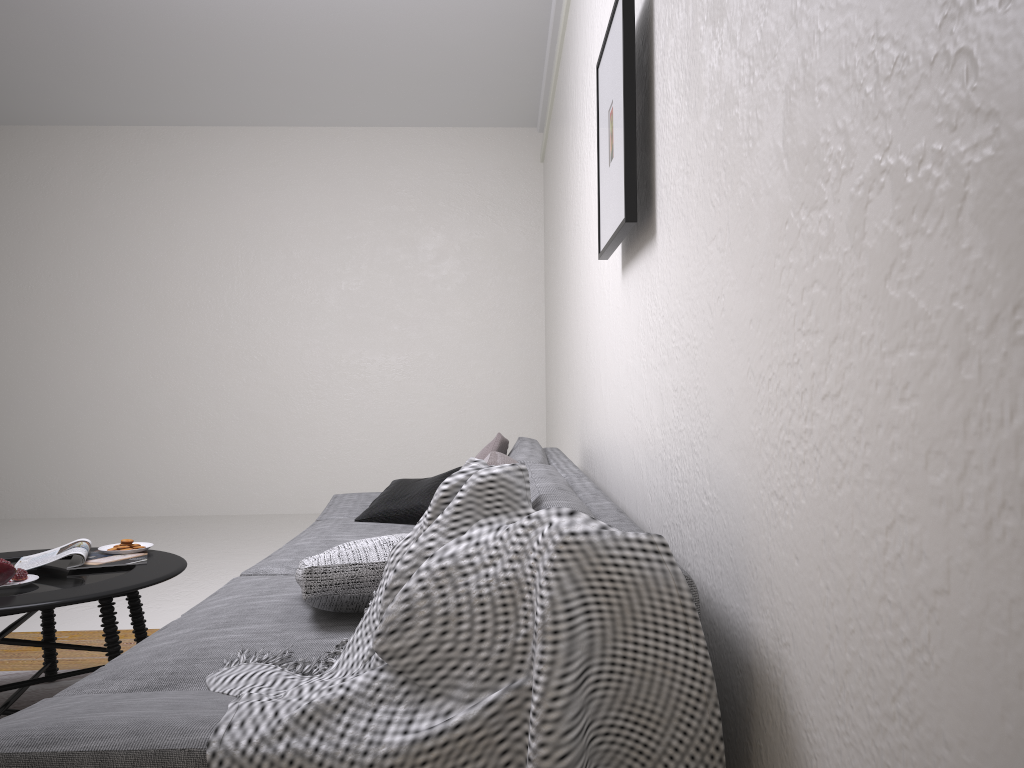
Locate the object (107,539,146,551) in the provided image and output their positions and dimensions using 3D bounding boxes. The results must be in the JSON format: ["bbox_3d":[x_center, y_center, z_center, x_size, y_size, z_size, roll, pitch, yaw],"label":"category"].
[{"bbox_3d":[-1.281,0.534,2.943,0.122,0.036,0.117,0,-1,-40],"label":"object"}]

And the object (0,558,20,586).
[{"bbox_3d":[-1.418,0.520,2.457,0.108,0.082,0.090,-1,-1,33],"label":"object"}]

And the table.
[{"bbox_3d":[-1.454,0.780,2.580,0.947,0.449,0.941,-1,-1,-4],"label":"table"}]

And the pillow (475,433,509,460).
[{"bbox_3d":[-0.181,0.438,3.851,0.348,0.448,0.484,-1,-1,19],"label":"pillow"}]

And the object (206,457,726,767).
[{"bbox_3d":[-0.189,0.567,1.397,0.632,0.866,0.867,0,-1,-36],"label":"object"}]

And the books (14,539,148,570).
[{"bbox_3d":[-1.355,0.533,2.796,0.378,0.048,0.300,0,-1,-23],"label":"books"}]

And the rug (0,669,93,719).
[{"bbox_3d":[-1.488,0.973,1.247,1.954,0.008,3.701,-1,-1,-1],"label":"rug"}]

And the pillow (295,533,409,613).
[{"bbox_3d":[-0.307,0.448,2.117,0.410,0.194,0.400,0,-1,-15],"label":"pillow"}]

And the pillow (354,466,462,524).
[{"bbox_3d":[-0.376,0.476,3.592,0.416,0.268,0.406,-1,-1,19],"label":"pillow"}]

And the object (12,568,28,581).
[{"bbox_3d":[-1.402,0.542,2.523,0.036,0.036,0.044,-1,-1,7],"label":"object"}]

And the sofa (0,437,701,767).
[{"bbox_3d":[-0.290,0.617,2.665,1.104,0.772,3.053,-1,-1,-1],"label":"sofa"}]

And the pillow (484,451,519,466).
[{"bbox_3d":[-0.099,0.333,1.663,0.242,0.390,0.426,-1,-1,-1],"label":"pillow"}]

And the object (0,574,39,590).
[{"bbox_3d":[-1.414,0.555,2.469,0.164,0.015,0.171,-1,-1,44],"label":"object"}]

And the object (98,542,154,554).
[{"bbox_3d":[-1.281,0.547,2.941,0.170,0.015,0.165,0,-1,-20],"label":"object"}]
